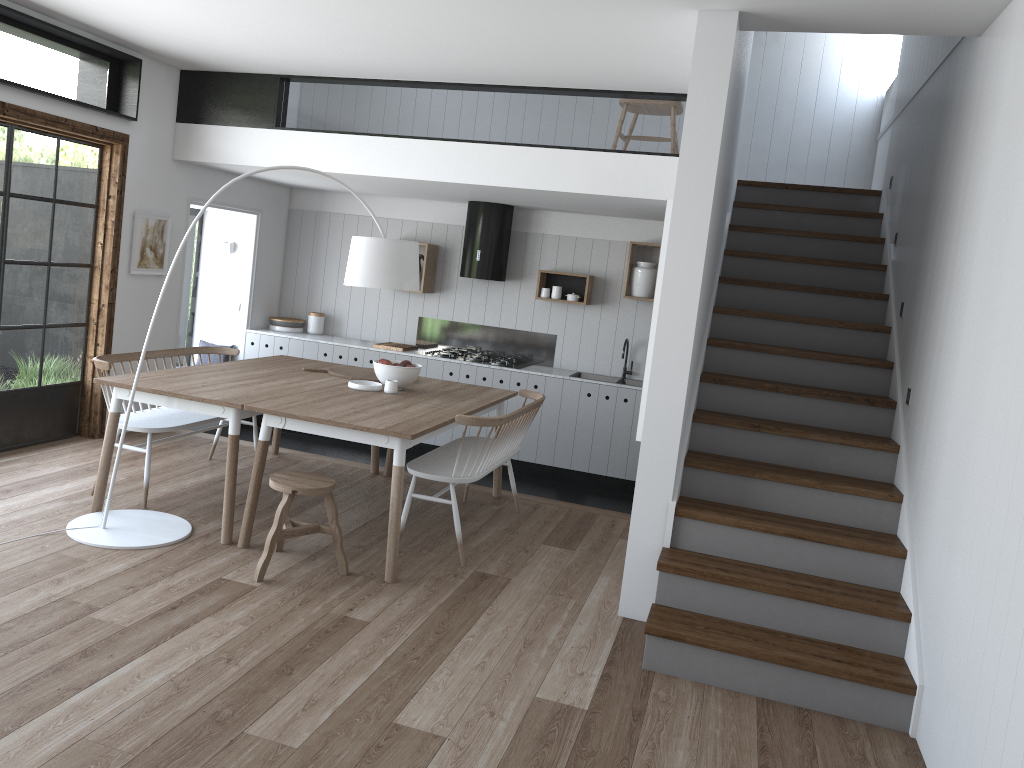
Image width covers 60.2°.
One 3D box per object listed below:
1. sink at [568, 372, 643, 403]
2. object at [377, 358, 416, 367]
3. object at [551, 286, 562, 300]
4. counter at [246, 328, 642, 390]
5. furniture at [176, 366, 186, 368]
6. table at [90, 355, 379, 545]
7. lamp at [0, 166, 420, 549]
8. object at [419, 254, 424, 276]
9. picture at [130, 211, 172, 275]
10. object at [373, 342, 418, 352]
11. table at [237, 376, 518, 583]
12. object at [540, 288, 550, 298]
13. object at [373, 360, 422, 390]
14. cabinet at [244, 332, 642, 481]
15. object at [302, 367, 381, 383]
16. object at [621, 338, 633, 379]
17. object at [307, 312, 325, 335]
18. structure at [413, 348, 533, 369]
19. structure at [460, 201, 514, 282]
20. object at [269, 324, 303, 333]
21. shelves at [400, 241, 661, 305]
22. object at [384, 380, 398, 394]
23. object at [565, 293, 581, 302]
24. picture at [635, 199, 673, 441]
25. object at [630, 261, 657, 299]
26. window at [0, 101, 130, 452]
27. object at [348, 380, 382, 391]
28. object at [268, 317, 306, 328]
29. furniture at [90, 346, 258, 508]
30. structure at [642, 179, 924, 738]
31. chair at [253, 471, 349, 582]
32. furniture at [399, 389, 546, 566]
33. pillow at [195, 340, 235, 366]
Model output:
[{"bbox_3d":[1.084,0.080,7.484,1.197,0.166,0.447,9,7,17],"label":"sink"},{"bbox_3d":[-0.735,-0.070,5.624,0.246,0.167,0.242,4,7,-23],"label":"object"},{"bbox_3d":[0.394,-0.802,7.782,0.087,0.115,0.084,8,6,16],"label":"object"},{"bbox_3d":[0.509,-0.081,7.692,6.230,0.020,0.572,9,8,17],"label":"counter"},{"bbox_3d":[-2.982,-0.057,7.979,0.606,0.115,1.039,8,7,15],"label":"furniture"},{"bbox_3d":[-1.608,0.312,5.650,0.951,0.747,2.017,8,7,15],"label":"table"},{"bbox_3d":[-2.512,-0.182,3.702,0.901,2.017,5.069,11,8,41],"label":"lamp"},{"bbox_3d":[-0.990,-1.063,8.278,0.340,0.333,0.137,9,5,18],"label":"object"},{"bbox_3d":[-2.792,-1.080,6.821,0.030,0.469,0.429,8,6,14],"label":"picture"},{"bbox_3d":[-1.072,-0.346,8.176,0.295,0.030,0.395,8,8,15],"label":"object"},{"bbox_3d":[-0.708,0.449,5.369,0.951,0.747,2.017,8,7,15],"label":"table"},{"bbox_3d":[0.296,-0.803,7.813,0.081,0.088,0.086,2,7,-38],"label":"object"},{"bbox_3d":[-0.737,-0.049,5.630,0.319,0.164,0.311,8,7,13],"label":"object"},{"bbox_3d":[0.393,0.328,7.452,6.227,0.745,0.010,9,5,17],"label":"cabinet"},{"bbox_3d":[-0.997,-0.062,6.071,0.616,0.023,0.658,12,9,38],"label":"object"},{"bbox_3d":[0.995,-0.207,7.641,0.092,0.373,0.286,8,6,14],"label":"object"},{"bbox_3d":[-1.911,-0.587,8.607,0.152,0.212,0.157,5,6,-16],"label":"object"},{"bbox_3d":[-0.345,-0.246,7.961,0.999,0.048,0.547,9,8,16],"label":"structure"},{"bbox_3d":[-0.215,-1.375,7.939,0.404,0.866,0.426,4,6,-28],"label":"structure"},{"bbox_3d":[-2.204,-0.544,8.635,0.316,0.055,0.336,1,9,-35],"label":"object"},{"bbox_3d":[0.542,-0.898,7.787,3.639,0.795,0.296,9,5,17],"label":"shelves"},{"bbox_3d":[-0.743,0.019,5.431,0.085,0.078,0.082,8,6,16],"label":"object"},{"bbox_3d":[0.537,-0.765,7.767,0.128,0.073,0.109,6,6,-5],"label":"object"},{"bbox_3d":[0.887,-0.371,5.037,0.061,1.214,1.282,8,6,14],"label":"picture"},{"bbox_3d":[1.130,-0.894,7.594,0.226,0.300,0.232,6,6,-11],"label":"object"},{"bbox_3d":[-3.688,-0.466,3.999,0.164,2.248,5.339,8,7,14],"label":"window"},{"bbox_3d":[-0.915,0.011,5.512,0.214,0.035,0.217,6,7,-5],"label":"object"},{"bbox_3d":[-2.197,-0.602,8.630,0.351,0.065,0.369,3,8,-25],"label":"object"},{"bbox_3d":[-2.118,0.220,5.677,0.553,0.807,1.344,8,7,15],"label":"furniture"},{"bbox_3d":[1.621,-0.015,5.117,1.073,2.620,3.561,8,6,14],"label":"structure"},{"bbox_3d":[-0.999,0.699,4.350,0.434,0.448,0.483,7,6,2],"label":"chair"},{"bbox_3d":[-0.210,0.486,5.280,0.553,0.807,1.344,8,7,15],"label":"furniture"},{"bbox_3d":[-2.823,-0.249,8.397,0.409,0.292,0.179,8,6,17],"label":"pillow"}]
